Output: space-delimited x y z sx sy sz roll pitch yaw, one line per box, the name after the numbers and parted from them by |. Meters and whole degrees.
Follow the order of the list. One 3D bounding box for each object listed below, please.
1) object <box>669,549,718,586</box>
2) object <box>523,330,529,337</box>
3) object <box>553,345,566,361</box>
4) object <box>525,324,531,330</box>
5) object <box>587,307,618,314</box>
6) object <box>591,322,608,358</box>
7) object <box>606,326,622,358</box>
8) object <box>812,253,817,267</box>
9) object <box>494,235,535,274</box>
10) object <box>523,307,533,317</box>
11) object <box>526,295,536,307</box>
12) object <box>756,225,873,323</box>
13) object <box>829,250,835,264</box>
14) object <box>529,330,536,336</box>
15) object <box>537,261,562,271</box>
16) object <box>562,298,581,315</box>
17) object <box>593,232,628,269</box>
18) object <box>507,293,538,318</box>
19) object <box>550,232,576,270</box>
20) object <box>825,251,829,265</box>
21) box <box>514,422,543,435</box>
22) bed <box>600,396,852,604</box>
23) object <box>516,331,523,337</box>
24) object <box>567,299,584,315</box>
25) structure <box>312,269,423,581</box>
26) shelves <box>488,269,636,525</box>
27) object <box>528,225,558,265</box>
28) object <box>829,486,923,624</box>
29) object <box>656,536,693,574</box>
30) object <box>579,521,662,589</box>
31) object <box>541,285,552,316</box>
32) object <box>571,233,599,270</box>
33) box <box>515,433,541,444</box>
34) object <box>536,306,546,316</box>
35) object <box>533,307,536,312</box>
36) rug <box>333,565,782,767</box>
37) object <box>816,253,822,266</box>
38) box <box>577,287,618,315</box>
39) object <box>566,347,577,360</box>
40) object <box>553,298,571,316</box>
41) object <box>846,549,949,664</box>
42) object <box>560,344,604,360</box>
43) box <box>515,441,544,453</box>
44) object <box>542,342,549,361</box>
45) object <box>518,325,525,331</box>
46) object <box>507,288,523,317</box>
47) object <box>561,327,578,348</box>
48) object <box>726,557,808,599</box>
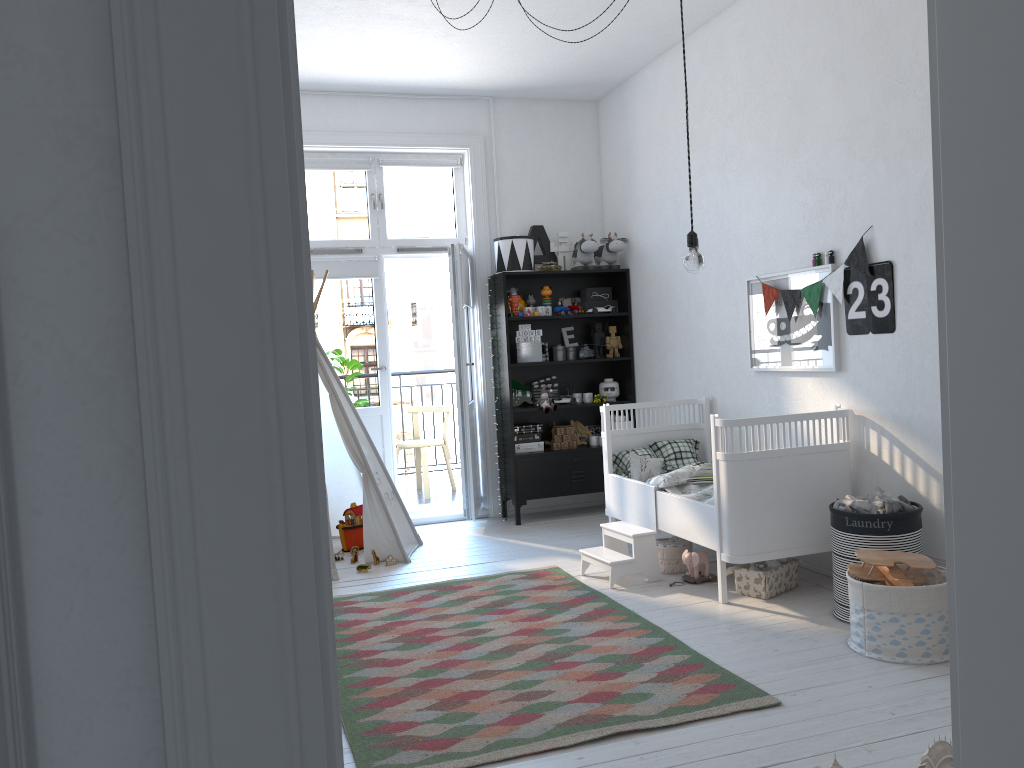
0.856 0.878 4.268 0.254 0.152 0.125 -4 3 -19 | object
0.093 -0.339 5.954 0.040 0.040 0.040 -3 2 2 | object
0.333 -0.220 6.230 0.095 0.110 0.095 -4 2 -13 | object
0.104 -0.380 5.953 0.040 0.040 0.040 -4 2 -8 | object
0.620 -0.507 6.113 0.230 0.048 0.098 -4 2 -28 | object
0.620 -0.312 6.251 0.117 0.259 0.081 -4 3 -18 | object
0.712 -0.296 6.216 0.114 0.221 0.052 -4 3 -18 | object
1.426 -0.583 4.174 0.025 0.064 0.025 -4 3 -22 | object
0.028 -0.879 6.079 0.272 0.259 0.394 -3 2 11 | object
0.109 -0.483 5.974 0.067 0.067 0.067 -4 2 -17 | object
0.134 -0.537 6.135 0.063 0.160 0.063 -5 3 -39 | object
1.410 -0.503 4.224 0.058 0.415 0.904 -4 2 -18 | object
1.461 -0.580 4.056 0.025 0.064 0.025 -4 3 -25 | object
0.138 -0.341 5.957 0.040 0.040 0.040 -3 2 12 | object
0.250 -0.810 6.037 0.121 0.100 0.338 -2 2 17 | object
0.527 -0.555 6.340 0.347 0.132 0.037 -4 3 -18 | object
0.636 -0.908 6.150 0.211 0.253 0.386 -5 3 -34 | object
0.032 -0.545 6.022 0.197 0.197 0.318 -4 2 -21 | object
0.361 -0.918 6.230 0.190 0.291 0.065 -4 3 -13 | object
1.453 -0.581 4.080 0.025 0.064 0.025 -4 3 -22 | object
0.084 0.307 6.084 0.215 0.062 0.179 -4 2 -18 | box
1.031 0.517 4.537 0.670 0.833 1.403 -4 2 -18 | bed
0.048 -0.336 5.952 0.040 0.040 0.040 -4 2 -8 | object
0.435 -0.536 6.146 0.122 0.112 0.087 -1 3 43 | object
-1.174 0.163 5.211 1.142 1.750 1.143 -5 3 -42 | structure
0.367 0.070 6.146 0.911 1.678 0.353 -4 3 -18 | shelves
0.185 -0.934 6.206 0.343 0.344 0.057 -4 3 -18 | object
1.477 0.685 3.592 0.345 0.513 0.346 -4 3 -27 | object
0.815 0.872 4.539 0.215 0.148 0.240 -4 2 -11 | object
0.534 0.843 4.417 0.288 0.246 0.332 -4 2 -23 | object
0.237 -0.566 6.038 0.077 0.213 0.077 -2 3 16 | object
0.493 -0.898 6.100 0.154 0.253 0.370 -4 2 -10 | object
0.070 0.369 6.079 0.215 0.062 0.179 -4 2 -18 | box
0.197 -0.488 5.986 0.067 0.067 0.067 -4 2 -17 | object
0.146 -0.487 6.032 0.067 0.067 0.067 -5 3 -44 | object
-0.081 1.025 3.551 1.319 0.016 2.028 -4 2 -18 | rug
1.434 -0.582 4.147 0.025 0.064 0.025 -4 3 -20 | object
0.608 -0.583 6.254 0.251 0.189 0.179 -4 2 -18 | box
0.452 -0.217 6.181 0.078 0.091 0.246 -4 2 -23 | object
0.344 -0.529 6.073 0.121 0.126 0.087 -5 3 -40 | object
1.420 0.781 3.234 0.379 0.367 0.378 -1 3 42 | object
0.512 -0.226 6.165 0.367 0.106 0.349 -4 2 -16 | object
0.091 0.429 6.088 0.215 0.062 0.179 -4 2 -18 | box
0.218 -0.226 6.229 0.070 0.135 0.028 -4 3 -18 | object
0.063 -0.377 5.951 0.040 0.040 0.040 -4 2 -13 | object
0.022 -0.546 5.945 0.105 0.203 0.072 -4 3 -10 | object
0.409 -0.331 6.297 0.107 0.151 0.055 -4 3 -18 | object
1.166 0.862 4.056 0.360 0.163 0.242 -5 3 -43 | object
